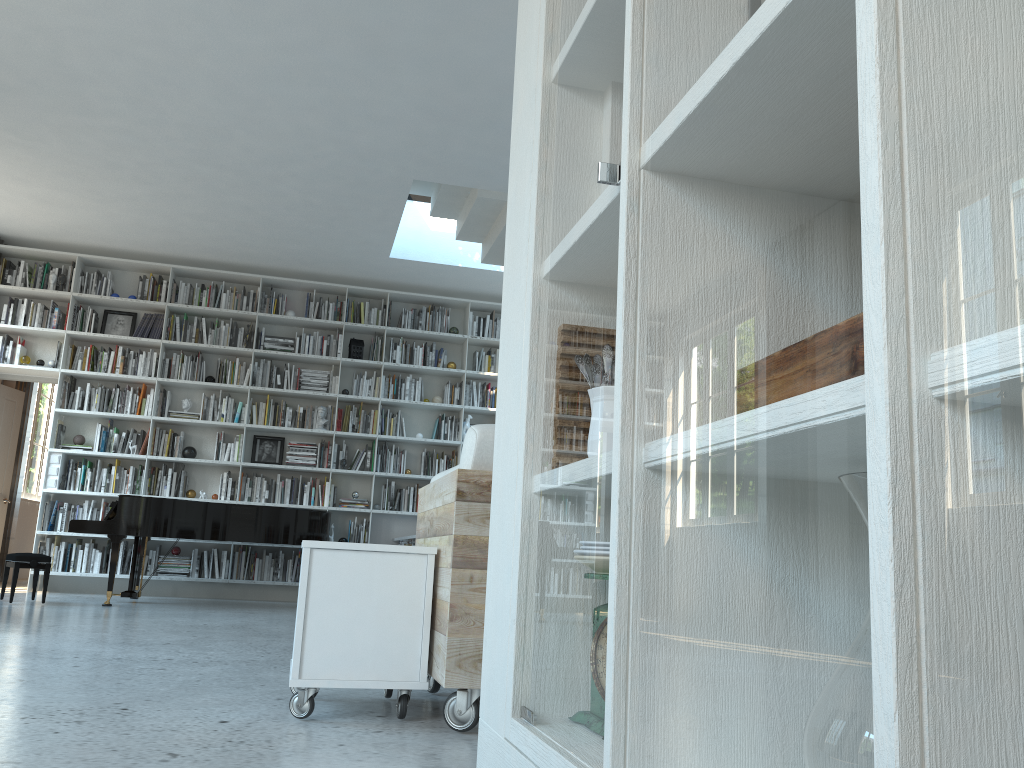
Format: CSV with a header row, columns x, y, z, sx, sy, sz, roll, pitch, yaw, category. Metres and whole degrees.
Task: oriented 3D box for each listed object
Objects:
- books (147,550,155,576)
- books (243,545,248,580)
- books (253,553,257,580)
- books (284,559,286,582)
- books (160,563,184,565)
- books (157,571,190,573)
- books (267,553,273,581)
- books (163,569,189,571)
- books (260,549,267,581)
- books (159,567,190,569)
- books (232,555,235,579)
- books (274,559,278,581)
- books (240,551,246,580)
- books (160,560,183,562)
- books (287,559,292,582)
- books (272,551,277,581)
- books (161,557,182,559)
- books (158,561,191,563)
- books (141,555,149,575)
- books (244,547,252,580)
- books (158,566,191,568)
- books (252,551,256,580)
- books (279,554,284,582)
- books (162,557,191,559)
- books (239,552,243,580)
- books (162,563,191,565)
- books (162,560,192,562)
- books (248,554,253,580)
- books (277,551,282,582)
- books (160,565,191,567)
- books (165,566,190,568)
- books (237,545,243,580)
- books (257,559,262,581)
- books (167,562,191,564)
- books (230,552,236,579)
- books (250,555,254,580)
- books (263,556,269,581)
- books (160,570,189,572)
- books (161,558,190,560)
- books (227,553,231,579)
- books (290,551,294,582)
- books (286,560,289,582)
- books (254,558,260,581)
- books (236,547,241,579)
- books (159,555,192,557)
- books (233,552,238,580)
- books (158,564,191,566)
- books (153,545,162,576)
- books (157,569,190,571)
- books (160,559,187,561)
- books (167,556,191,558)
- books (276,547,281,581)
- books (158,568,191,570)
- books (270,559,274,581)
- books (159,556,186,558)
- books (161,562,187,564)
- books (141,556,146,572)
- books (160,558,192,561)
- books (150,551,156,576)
x,y,z,sx,sy,sz,roll,pitch,yaw,category
-3.357,1.663,8.245,0.023,0.231,0.164,5,-11,-13,books
-2.536,1.691,8.439,0.012,0.336,0.144,5,-11,-13,books
-2.451,1.742,8.463,0.012,0.254,0.151,5,-11,-13,books
-2.182,1.790,8.523,0.040,0.212,0.129,5,-11,-13,books
-3.152,1.687,8.301,0.254,0.005,0.161,6,-12,-13,books
-3.150,1.753,8.278,0.285,0.007,0.160,5,-12,-8,books
-2.320,1.751,8.490,0.028,0.260,0.133,5,-11,-13,books
-3.150,1.733,8.285,0.254,0.007,0.161,6,-12,-17,books
-2.375,1.729,8.478,0.026,0.293,0.155,5,-11,-13,books
-3.151,1.720,8.293,0.254,0.007,0.161,5,-12,-12,books
-2.638,1.733,8.422,0.010,0.237,0.134,5,-11,-13,books
-2.258,1.779,8.489,0.022,0.212,0.167,5,-11,-13,books
-2.558,1.727,8.438,0.025,0.263,0.145,5,-11,-13,books
-3.151,1.661,8.306,0.254,0.005,0.161,6,-12,-13,books
-2.132,1.790,8.507,0.029,0.209,0.171,5,-11,-13,books
-2.273,1.741,8.488,0.013,0.284,0.185,5,-11,-13,books
-3.146,1.635,8.312,0.254,0.005,0.161,6,-12,-13,books
-3.151,1.666,8.304,0.285,0.005,0.160,6,-12,-14,books
-3.396,1.683,8.235,0.053,0.183,0.148,5,-11,-13,books
-2.515,1.706,8.442,0.034,0.310,0.170,5,-11,-13,books
-3.148,1.712,8.286,0.285,0.007,0.160,7,-12,-18,books
-2.462,1.730,8.462,0.012,0.275,0.155,5,-11,-13,books
-2.210,1.761,8.512,0.024,0.261,0.132,5,-11,-13,books
-3.146,1.629,8.313,0.254,0.005,0.161,6,-12,-13,books
-2.577,1.729,8.443,0.010,0.258,0.131,5,-11,-13,books
-3.151,1.681,8.298,0.285,0.005,0.160,6,-12,-15,books
-3.148,1.654,8.299,0.285,0.005,0.160,6,-12,-17,books
-2.491,1.742,8.452,0.022,0.246,0.144,5,-11,-13,books
-2.224,1.743,8.496,0.014,0.287,0.185,5,-11,-13,books
-3.150,1.700,8.298,0.285,0.007,0.160,5,-12,-12,books
-3.150,1.707,8.296,0.254,0.007,0.161,5,-12,-12,books
-2.583,1.686,8.436,0.014,0.339,0.140,5,-11,-13,books
-2.407,1.776,8.474,0.030,0.196,0.143,5,-11,-13,books
-3.151,1.671,8.303,0.285,0.005,0.160,5,-12,-12,books
-2.648,1.723,8.417,0.012,0.253,0.161,5,-11,-13,books
-2.474,1.747,8.452,0.012,0.238,0.129,5,-11,-13,books
-2.350,1.761,8.481,0.030,0.234,0.138,5,-11,-13,books
-3.150,1.747,8.282,0.254,0.007,0.161,6,-12,-17,books
-3.144,1.638,8.301,0.254,0.005,0.161,7,-12,-18,books
-2.674,1.730,8.418,0.021,0.237,0.116,5,-11,-13,books
-2.111,1.752,8.520,0.011,0.292,0.184,5,-11,-13,books
-2.151,1.789,8.497,0.010,0.205,0.180,5,-11,-13,books
-2.428,1.763,8.440,0.028,0.206,0.175,5,-11,-13,books
-2.594,1.701,8.413,0.014,0.300,0.185,5,-11,-13,books
-3.143,1.611,8.305,0.285,0.005,0.160,5,-12,-8,books
-2.614,1.721,8.404,0.026,0.255,0.183,5,-11,-13,books
-3.150,1.694,8.301,0.285,0.007,0.160,6,-12,-13,books
-3.308,1.644,8.270,0.027,0.281,0.129,5,-11,-13,books
-3.151,1.740,8.288,0.285,0.007,0.160,5,-12,-11,books
-3.145,1.649,8.301,0.254,0.005,0.161,5,-12,-9,books
-3.145,1.618,8.313,0.254,0.005,0.161,5,-12,-12,books
-2.236,1.718,8.496,0.014,0.335,0.183,5,-11,-13,books
-3.149,1.726,8.286,0.285,0.007,0.160,6,-12,-17,books
-2.296,1.781,8.488,0.024,0.203,0.145,5,-11,-13,books
-3.146,1.624,8.315,0.285,0.005,0.160,6,-12,-13,books
-3.151,1.676,8.301,0.254,0.005,0.161,6,-12,-14,books
-3.435,1.674,8.235,0.025,0.197,0.160,5,-11,-13,books
-3.145,1.644,8.304,0.285,0.005,0.160,6,-12,-16,books
-3.335,1.669,8.258,0.027,0.226,0.139,5,-11,-13,books
